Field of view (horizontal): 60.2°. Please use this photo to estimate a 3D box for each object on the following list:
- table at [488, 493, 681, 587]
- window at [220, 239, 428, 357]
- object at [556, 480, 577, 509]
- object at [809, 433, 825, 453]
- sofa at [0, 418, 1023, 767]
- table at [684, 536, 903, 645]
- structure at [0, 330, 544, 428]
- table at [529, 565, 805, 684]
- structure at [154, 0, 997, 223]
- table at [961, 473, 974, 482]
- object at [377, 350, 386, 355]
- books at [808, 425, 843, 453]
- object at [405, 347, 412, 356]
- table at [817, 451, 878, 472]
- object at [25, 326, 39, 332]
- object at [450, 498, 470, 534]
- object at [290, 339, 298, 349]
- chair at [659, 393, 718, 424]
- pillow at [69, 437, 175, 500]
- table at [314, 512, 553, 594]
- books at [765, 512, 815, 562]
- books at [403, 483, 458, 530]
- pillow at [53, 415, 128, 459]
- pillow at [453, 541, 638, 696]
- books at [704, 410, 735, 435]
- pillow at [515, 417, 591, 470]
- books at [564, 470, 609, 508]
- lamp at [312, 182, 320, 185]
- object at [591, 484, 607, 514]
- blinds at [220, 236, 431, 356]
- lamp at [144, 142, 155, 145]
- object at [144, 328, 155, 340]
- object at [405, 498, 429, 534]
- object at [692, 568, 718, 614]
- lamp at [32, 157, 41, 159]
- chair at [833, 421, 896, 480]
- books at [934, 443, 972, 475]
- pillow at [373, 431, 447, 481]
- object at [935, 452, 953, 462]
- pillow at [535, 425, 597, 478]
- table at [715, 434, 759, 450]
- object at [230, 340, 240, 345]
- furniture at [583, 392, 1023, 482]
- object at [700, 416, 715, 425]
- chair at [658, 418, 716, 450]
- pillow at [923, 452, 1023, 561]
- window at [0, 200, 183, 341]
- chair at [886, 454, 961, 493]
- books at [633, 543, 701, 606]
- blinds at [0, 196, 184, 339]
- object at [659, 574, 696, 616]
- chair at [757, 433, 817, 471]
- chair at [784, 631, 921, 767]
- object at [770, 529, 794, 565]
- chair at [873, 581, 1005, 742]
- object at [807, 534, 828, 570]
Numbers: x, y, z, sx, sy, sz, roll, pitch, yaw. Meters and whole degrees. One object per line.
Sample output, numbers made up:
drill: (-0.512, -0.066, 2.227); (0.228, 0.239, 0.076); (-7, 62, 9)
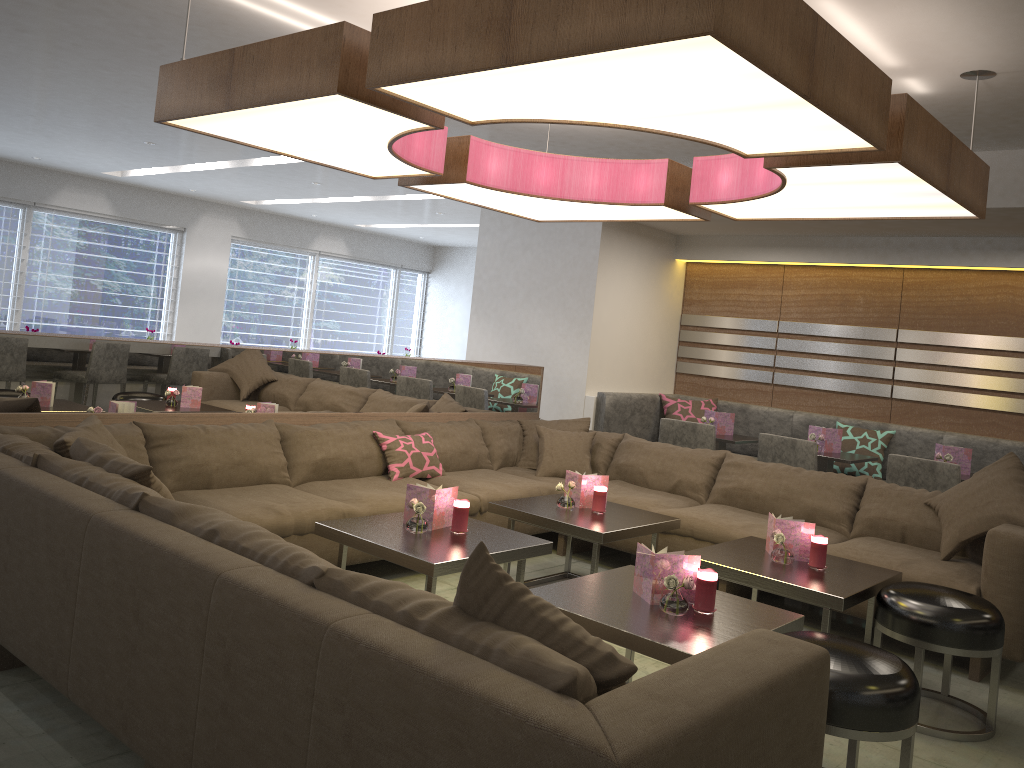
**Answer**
table: (0.329, 0.806, 4.197); (0.660, 0.412, 0.655); (7, 2, 40)
window: (-2.694, -0.870, 12.951); (0.159, 2.074, 3.646); (5, 1, 40)
object: (0.257, 0.525, 4.216); (0.102, 0.132, 0.091); (6, 0, 5)
object: (1.964, 0.378, 5.723); (0.110, 0.126, 0.092); (6, 0, -17)
sofa: (0.146, 0.685, 3.678); (3.193, 0.676, 3.753); (8, 4, 40)
table: (1.098, 0.921, 3.534); (0.660, 0.412, 0.655); (7, 2, 40)
structure: (-1.128, 0.324, 4.809); (0.225, 1.008, 3.760); (5, 2, 40)
table: (0.450, 0.897, 2.774); (0.660, 0.412, 0.655); (7, 2, 40)
structure: (0.324, -1.171, 3.611); (2.457, 0.619, 2.433); (8, 4, 40)
table: (2.585, 0.858, 5.238); (0.508, 0.655, 0.504); (6, 0, 40)
object: (-1.370, -0.209, 9.119); (0.155, 0.277, 0.103); (6, -1, 38)
books: (2.068, 0.367, 5.846); (0.157, 0.164, 0.143); (5, 1, -30)
object: (-1.367, -0.337, 11.459); (0.155, 0.277, 0.103); (6, -1, 38)
table: (2.005, 0.771, 5.738); (0.508, 0.655, 0.504); (6, 0, 40)
object: (-3.569, -0.292, 6.539); (0.155, 0.277, 0.103); (6, -1, 38)
object: (-0.203, 0.519, 3.482); (0.076, 0.128, 0.075); (6, 0, 13)
object: (-2.518, -0.381, 10.108); (0.155, 0.277, 0.103); (6, -1, 38)
chair: (1.411, 0.310, 6.961); (0.491, 0.428, 0.295); (6, 0, -6)
pillow: (-1.268, 0.376, 2.959); (0.496, 0.339, 0.311); (7, 1, 35)
table: (-0.319, 0.782, 3.437); (0.660, 0.412, 0.655); (7, 2, 40)
books: (1.151, 0.636, 3.661); (0.157, 0.164, 0.143); (6, 1, 5)
books: (-0.300, 0.495, 3.536); (0.258, 0.164, 0.143); (6, 1, 4)
pillow: (-1.565, 0.325, 3.358); (0.297, 0.357, 0.504); (6, 2, -18)
pillow: (0.037, 0.518, 1.805); (0.534, 0.405, 0.278); (7, 0, 29)
books: (1.485, 0.280, 6.348); (0.157, 0.164, 0.143); (5, 1, -30)
pillow: (0.263, 0.387, 5.498); (0.527, 0.395, 0.291); (6, 0, 9)
books: (0.363, 0.518, 4.342); (0.157, 0.164, 0.143); (5, 1, -30)
lamp: (-1.939, -1.981, 8.738); (0.089, 0.007, 0.089); (6, 3, -5)
object: (0.415, 0.544, 4.190); (0.076, 0.128, 0.075); (6, 0, 13)
blinds: (-2.605, -0.884, 12.890); (0.045, 2.045, 3.637); (5, 1, 40)
lamp: (-3.050, -2.022, 7.434); (0.089, 0.007, 0.089); (6, 3, -5)
object: (-3.623, -0.422, 8.811); (0.155, 0.277, 0.103); (6, -1, 38)
object: (-0.365, 0.507, 3.412); (0.095, 0.129, 0.100); (6, 0, 24)
object: (0.603, 0.642, 2.751); (0.075, 0.128, 0.075); (6, 0, 3)
lamp: (-4.817, -2.287, 8.956); (0.089, 0.007, 0.089); (6, 3, -5)
chair: (2.459, 0.488, 6.263); (0.428, 0.396, 0.218); (7, 0, 41)
books: (2.660, 0.456, 5.336); (0.157, 0.164, 0.143); (6, 1, 5)
pillow: (-0.541, 0.383, 4.743); (0.181, 0.252, 0.462); (6, 2, 36)
object: (2.547, 0.466, 5.213); (0.095, 0.126, 0.101); (6, 0, 4)
pillow: (0.322, 0.433, 5.296); (0.380, 0.323, 0.235); (6, 0, -5)
table: (1.426, 0.684, 6.237); (0.508, 0.655, 0.504); (6, 0, 40)
object: (-2.475, -0.250, 7.822); (0.155, 0.277, 0.103); (6, -1, 38)
furniture: (2.094, 0.770, 4.086); (5.671, 0.854, 4.241); (8, 4, 40)
object: (1.381, 0.291, 6.217); (0.107, 0.126, 0.094); (6, 0, -7)
chair: (1.232, 0.626, 5.970); (0.478, 0.763, 0.490); (6, 0, 33)
pillow: (2.105, 0.548, 3.924); (0.297, 0.513, 0.623); (6, 1, -36)
window: (-6.572, -1.016, 8.400); (0.159, 2.073, 7.077); (5, 1, 40)
chair: (2.370, 0.796, 4.999); (0.479, 0.763, 0.490); (6, 0, 43)
books: (0.497, 0.614, 2.849); (0.157, 0.164, 0.143); (6, 1, -15)
blinds: (-6.496, -1.031, 8.324); (0.045, 2.044, 7.072); (5, 1, 40)
object: (0.541, 0.640, 2.714); (0.193, 0.126, 0.095); (5, 0, -18)
chair: (1.795, 0.709, 5.502); (0.490, 0.763, 0.479); (6, 0, -43)
chair: (0.877, 0.941, 2.427); (0.424, 0.451, 0.421); (6, 1, 37)
object: (1.082, 0.649, 3.529); (0.095, 0.129, 0.106); (6, 0, 0)
chair: (1.524, 0.965, 3.186); (0.424, 0.451, 0.421); (6, 1, 22)
object: (1.211, 0.663, 3.495); (0.075, 0.128, 0.075); (6, 0, 3)
